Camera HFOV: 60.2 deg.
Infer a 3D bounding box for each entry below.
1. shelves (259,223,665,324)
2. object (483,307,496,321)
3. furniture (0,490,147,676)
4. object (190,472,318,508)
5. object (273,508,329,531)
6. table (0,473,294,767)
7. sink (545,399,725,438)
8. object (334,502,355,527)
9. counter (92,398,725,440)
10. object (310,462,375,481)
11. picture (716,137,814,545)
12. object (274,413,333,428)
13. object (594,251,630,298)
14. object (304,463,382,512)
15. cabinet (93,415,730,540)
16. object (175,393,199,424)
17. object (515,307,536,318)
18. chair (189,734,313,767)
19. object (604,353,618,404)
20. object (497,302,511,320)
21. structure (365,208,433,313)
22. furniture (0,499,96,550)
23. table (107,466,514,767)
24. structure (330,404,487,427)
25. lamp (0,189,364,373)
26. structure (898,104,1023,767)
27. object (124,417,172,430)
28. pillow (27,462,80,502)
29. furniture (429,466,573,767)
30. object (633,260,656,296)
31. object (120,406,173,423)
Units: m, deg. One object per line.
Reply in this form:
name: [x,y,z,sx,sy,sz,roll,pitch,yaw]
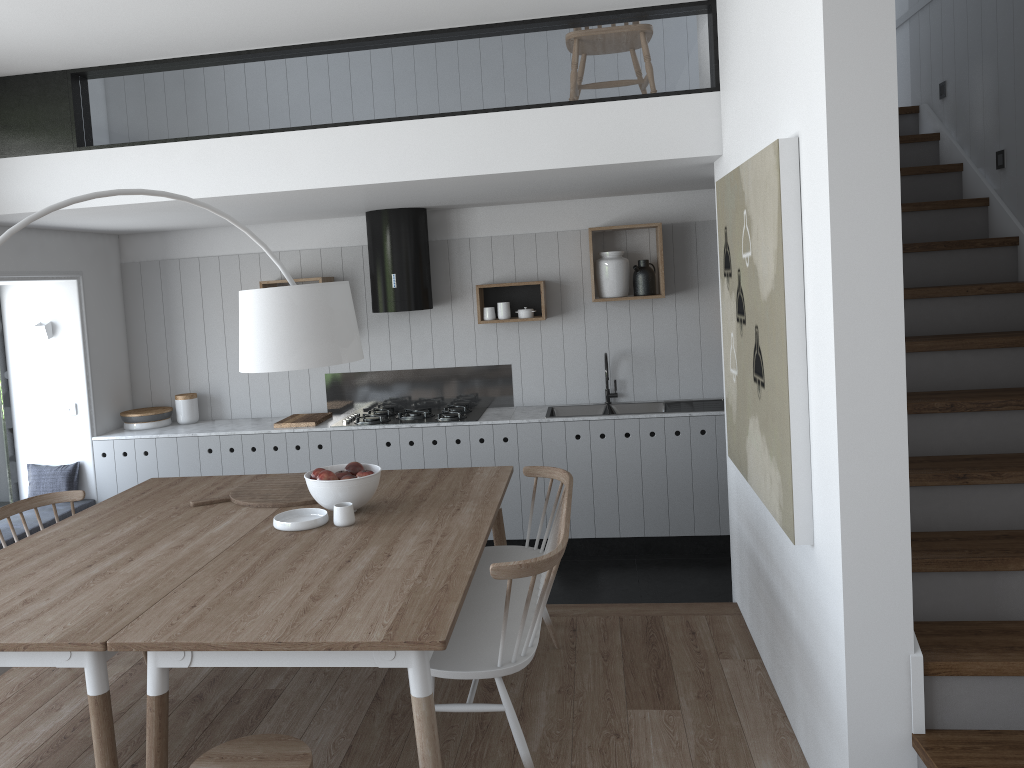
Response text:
shelves: [0.070,-0.612,5.958,3.601,0.795,0.299,-3,4,8]
object: [-0.153,-0.471,5.946,0.086,0.088,0.081,1,7,43]
furniture: [-1.970,0.973,3.443,0.547,0.807,1.359,-3,6,6]
object: [-1.002,0.483,4.010,0.611,0.023,0.664,0,8,29]
object: [-0.828,0.531,3.466,0.212,0.035,0.218,-5,7,-14]
table: [-1.457,0.963,3.496,0.941,0.746,2.040,-3,7,6]
sink: [0.819,0.238,5.745,1.185,0.165,0.452,-3,7,8]
object: [-0.649,0.505,3.413,0.084,0.078,0.083,-3,6,7]
counter: [0.206,0.195,5.862,6.166,0.020,0.578,-3,7,8]
object: [-0.686,0.419,3.605,0.245,0.167,0.243,-7,7,-32]
picture: [0.903,-0.200,3.273,0.060,1.214,1.296,-3,6,5]
object: [-1.435,0.249,6.096,0.292,0.030,0.400,-3,7,6]
object: [0.665,-0.725,5.858,0.225,0.300,0.233,-5,5,-20]
object: [-0.685,0.439,3.611,0.316,0.164,0.315,-3,6,4]
cabinet: [0.205,0.615,5.606,6.162,0.745,0.010,-3,4,8]
object: [-2.350,0.181,6.393,0.151,0.212,0.158,-6,5,-24]
object: [0.093,-0.481,5.937,0.127,0.073,0.110,-5,6,-14]
chair: [-0.609,1.207,2.298,0.430,0.448,0.487,-4,6,-7]
object: [0.656,-0.024,5.887,0.091,0.373,0.289,-3,5,6]
object: [-0.054,-0.490,5.931,0.087,0.115,0.085,-3,5,7]
structure: [-0.769,-0.931,5.989,0.404,0.866,0.426,-7,5,-36]
furniture: [-3.189,0.901,5.601,0.599,0.115,1.050,-3,7,6]
table: [-0.525,0.919,3.357,0.941,0.746,2.040,-3,7,6]
structure: [-0.686,0.203,5.996,0.989,0.048,0.553,-3,7,8]
lamp: [-2.135,0.628,1.410,0.894,2.016,5.109,-1,7,32]
structure: [1.663,0.008,3.470,1.062,2.620,3.600,-3,6,6]
object: [-2.628,0.281,6.375,0.318,0.055,0.335,-10,10,-44]
pillow: [-3.133,0.688,6.042,0.405,0.292,0.180,-3,5,8]
furniture: [-0.027,0.857,3.348,0.547,0.807,1.359,-3,6,6]
object: [0.878,-0.703,5.838,0.160,0.235,0.153,-3,5,5]
object: [-2.631,0.223,6.371,0.351,0.065,0.369,-8,8,-33]
